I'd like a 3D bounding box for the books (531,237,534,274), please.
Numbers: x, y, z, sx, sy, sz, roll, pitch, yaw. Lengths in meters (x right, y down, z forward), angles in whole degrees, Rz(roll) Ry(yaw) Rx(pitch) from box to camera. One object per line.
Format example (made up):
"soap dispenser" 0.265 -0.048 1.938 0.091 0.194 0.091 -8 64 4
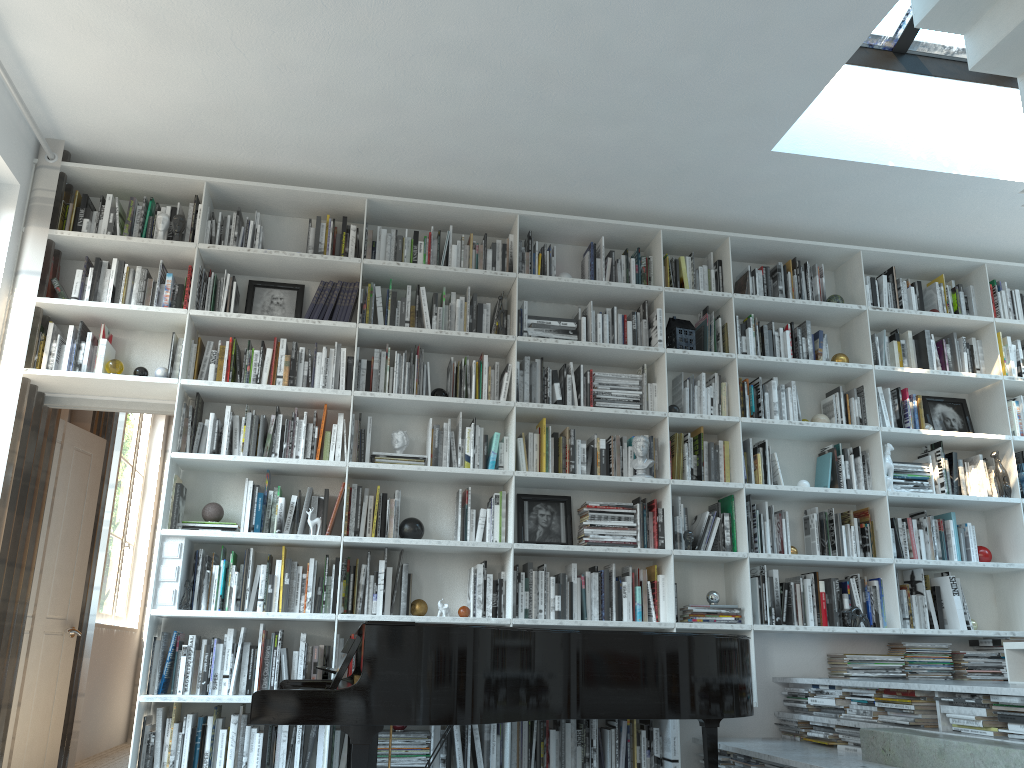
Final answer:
"books" 0.103 -0.679 5.117 0.010 0.295 0.153 4 -17 -10

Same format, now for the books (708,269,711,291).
"books" 1.142 -0.560 5.287 0.025 0.203 0.162 4 -17 -10

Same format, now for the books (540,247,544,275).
"books" 0.163 -0.650 5.125 0.014 0.247 0.139 4 -17 -10

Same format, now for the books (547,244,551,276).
"books" 0.203 -0.655 5.121 0.005 0.254 0.168 4 -17 -10

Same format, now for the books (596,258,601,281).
"books" 0.484 -0.607 5.178 0.031 0.208 0.147 4 -17 -10

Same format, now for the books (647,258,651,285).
"books" 0.786 -0.603 5.225 0.014 0.238 0.153 4 -17 -10

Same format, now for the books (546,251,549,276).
"books" 0.192 -0.638 5.116 0.016 0.218 0.144 4 -17 -10

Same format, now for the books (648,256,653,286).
"books" 0.802 -0.609 5.237 0.022 0.256 0.137 4 -17 -10

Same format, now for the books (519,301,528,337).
"books" 0.057 -0.316 4.977 0.021 0.248 0.192 4 -17 -10

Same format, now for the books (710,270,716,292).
"books" 1.166 -0.556 5.283 0.022 0.193 0.182 4 -17 -10

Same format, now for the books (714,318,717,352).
"books" 1.159 -0.238 5.180 0.005 0.254 0.159 4 -17 -10

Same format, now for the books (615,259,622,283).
"books" 0.604 -0.602 5.180 0.033 0.202 0.167 4 -17 -10

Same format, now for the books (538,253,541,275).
"books" 0.140 -0.629 5.107 0.023 0.195 0.173 4 -17 -10

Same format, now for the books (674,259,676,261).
"books" 0.956 -0.598 5.277 0.007 0.263 0.133 4 -17 -10

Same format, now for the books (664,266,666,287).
"books" 0.872 -0.575 5.235 0.015 0.192 0.160 4 -17 -10

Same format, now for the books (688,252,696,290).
"books" 1.052 -0.615 5.270 0.010 0.296 0.168 4 -17 -10

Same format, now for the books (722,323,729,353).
"books" 1.213 -0.218 5.170 0.008 0.213 0.224 4 -17 -10

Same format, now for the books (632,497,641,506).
"books" 0.681 0.772 4.820 0.011 0.298 0.130 4 -17 -10

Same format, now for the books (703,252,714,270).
"books" 1.182 -0.614 5.321 0.012 0.328 0.129 4 -17 -10

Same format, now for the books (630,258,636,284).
"books" 0.680 -0.601 5.177 0.023 0.201 0.193 4 -17 -10

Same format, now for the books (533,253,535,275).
"books" 0.110 -0.631 5.117 0.011 0.205 0.146 4 -17 -10

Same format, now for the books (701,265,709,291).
"books" 1.118 -0.572 5.264 0.031 0.212 0.170 4 -17 -10

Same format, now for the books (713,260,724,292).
"books" 1.207 -0.585 5.283 0.029 0.252 0.187 4 -17 -10

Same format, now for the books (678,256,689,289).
"books" 0.992 -0.600 5.250 0.054 0.254 0.191 4 -17 -10

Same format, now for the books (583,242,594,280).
"books" 0.445 -0.656 5.164 0.014 0.291 0.176 4 -17 -10

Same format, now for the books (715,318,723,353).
"books" 1.183 -0.237 5.170 0.013 0.247 0.187 4 -17 -10

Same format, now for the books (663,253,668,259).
"books" 0.896 -0.614 5.253 0.007 0.278 0.150 4 -17 -10

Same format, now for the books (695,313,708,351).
"books" 1.101 -0.255 5.157 0.021 0.271 0.191 4 -17 -10

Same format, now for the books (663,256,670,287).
"books" 0.888 -0.604 5.220 0.007 0.238 0.192 4 -17 -10

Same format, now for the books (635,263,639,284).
"books" 0.717 -0.588 5.221 0.014 0.203 0.135 4 -17 -10

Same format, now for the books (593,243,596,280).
"books" 0.466 -0.654 5.176 0.011 0.295 0.158 4 -17 -10

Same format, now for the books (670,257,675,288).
"books" 0.937 -0.603 5.256 0.008 0.261 0.142 4 -17 -10

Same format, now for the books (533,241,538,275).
"books" 0.126 -0.667 5.102 0.011 0.264 0.164 4 -17 -10

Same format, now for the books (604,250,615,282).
"books" 0.571 -0.630 5.203 0.028 0.269 0.140 4 -17 -10

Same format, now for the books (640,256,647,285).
"books" 0.752 -0.609 5.219 0.028 0.243 0.161 4 -17 -10

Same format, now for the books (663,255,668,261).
"books" 0.892 -0.608 5.238 0.006 0.259 0.166 4 -17 -10

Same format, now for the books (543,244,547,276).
"books" 0.178 -0.659 5.124 0.013 0.263 0.147 4 -17 -10

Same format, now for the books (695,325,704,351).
"books" 1.087 -0.218 5.177 0.019 0.213 0.156 4 -17 -10

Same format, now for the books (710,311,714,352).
"books" 1.139 -0.257 5.172 0.021 0.287 0.179 4 -17 -10

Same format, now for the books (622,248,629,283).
"books" 0.651 -0.634 5.188 0.010 0.269 0.180 4 -17 -10

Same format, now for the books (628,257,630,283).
"books" 0.659 -0.604 5.192 0.012 0.216 0.180 4 -17 -10

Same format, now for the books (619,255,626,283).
"books" 0.631 -0.614 5.195 0.023 0.235 0.154 4 -17 -10

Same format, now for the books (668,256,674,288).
"books" 0.918 -0.607 5.245 0.034 0.260 0.158 4 -17 -10

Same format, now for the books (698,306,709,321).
"books" 1.120 -0.277 5.197 0.025 0.338 0.143 4 -17 -10

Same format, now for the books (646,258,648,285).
"books" 0.771 -0.604 5.232 0.014 0.243 0.145 4 -17 -10

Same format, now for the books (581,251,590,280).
"books" 0.429 -0.630 5.172 0.012 0.244 0.151 4 -17 -10

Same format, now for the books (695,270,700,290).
"books" 1.068 -0.559 5.253 0.022 0.179 0.173 4 -17 -10

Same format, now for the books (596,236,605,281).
"books" 0.509 -0.671 5.178 0.010 0.330 0.186 4 -17 -10

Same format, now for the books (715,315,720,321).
"books" 1.201 -0.246 5.212 0.005 0.291 0.131 4 -17 -10

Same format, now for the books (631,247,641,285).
"books" 0.732 -0.638 5.232 0.012 0.307 0.138 4 -17 -10

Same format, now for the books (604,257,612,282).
"books" 0.536 -0.610 5.171 0.050 0.210 0.173 4 -17 -10

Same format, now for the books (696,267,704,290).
"books" 1.091 -0.567 5.262 0.024 0.201 0.180 4 -17 -10

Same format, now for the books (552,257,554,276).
"books" 0.220 -0.618 5.123 0.010 0.186 0.153 4 -17 -10

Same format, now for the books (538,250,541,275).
"books" 0.151 -0.640 5.134 0.006 0.232 0.136 4 -17 -10

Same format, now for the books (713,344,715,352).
"books" 1.148 -0.214 5.182 0.013 0.210 0.140 4 -17 -10

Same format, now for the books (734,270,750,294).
"books" 1.367 -0.550 5.308 0.046 0.205 0.184 4 -17 -10

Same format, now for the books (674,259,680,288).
"books" 0.951 -0.594 5.237 0.015 0.233 0.171 4 -17 -10

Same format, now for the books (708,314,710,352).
"books" 1.114 -0.249 5.172 0.022 0.271 0.182 4 -17 -10

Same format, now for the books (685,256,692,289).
"books" 1.029 -0.601 5.280 0.030 0.273 0.152 4 -17 -10

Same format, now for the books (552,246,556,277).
"books" 0.232 -0.652 5.129 0.011 0.255 0.144 4 -17 -10
